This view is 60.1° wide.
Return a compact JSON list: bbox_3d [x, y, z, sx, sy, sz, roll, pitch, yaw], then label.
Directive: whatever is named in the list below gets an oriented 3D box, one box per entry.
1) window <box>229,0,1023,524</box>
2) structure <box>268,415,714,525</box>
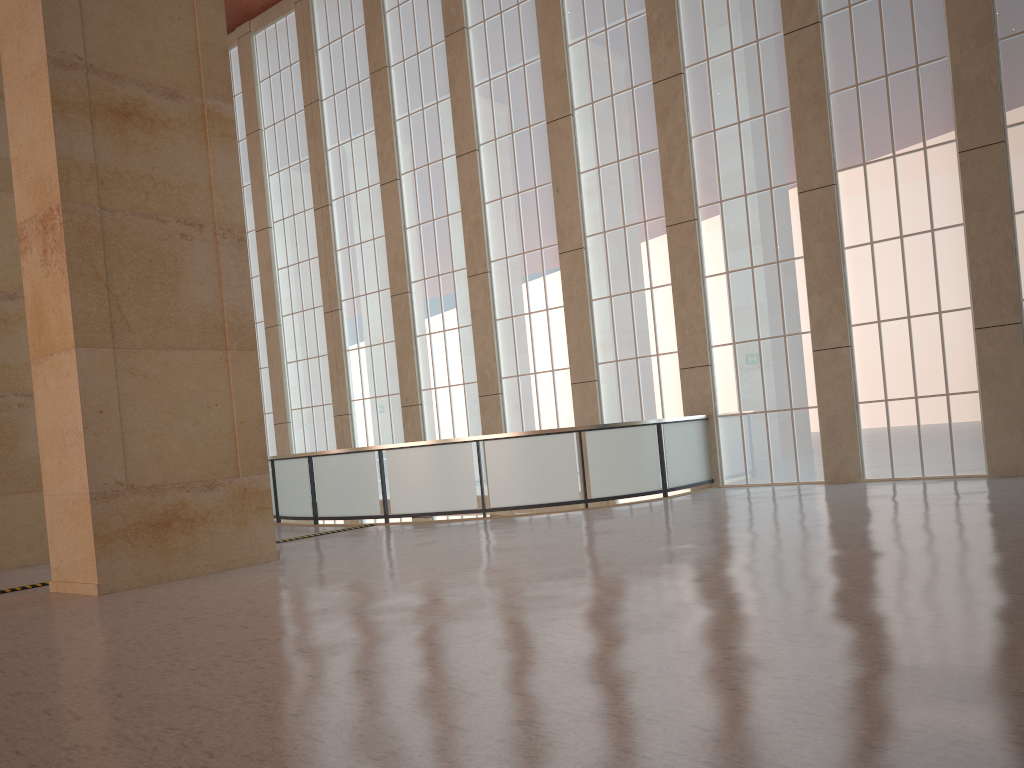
[{"bbox_3d":[-50.400,7.295,66.574,165.428,28.663,0.010,-8,-1,39],"label":"window"},{"bbox_3d":[-2.061,2.335,22.213,13.112,1.795,5.237,-7,-4,29],"label":"structure"}]
